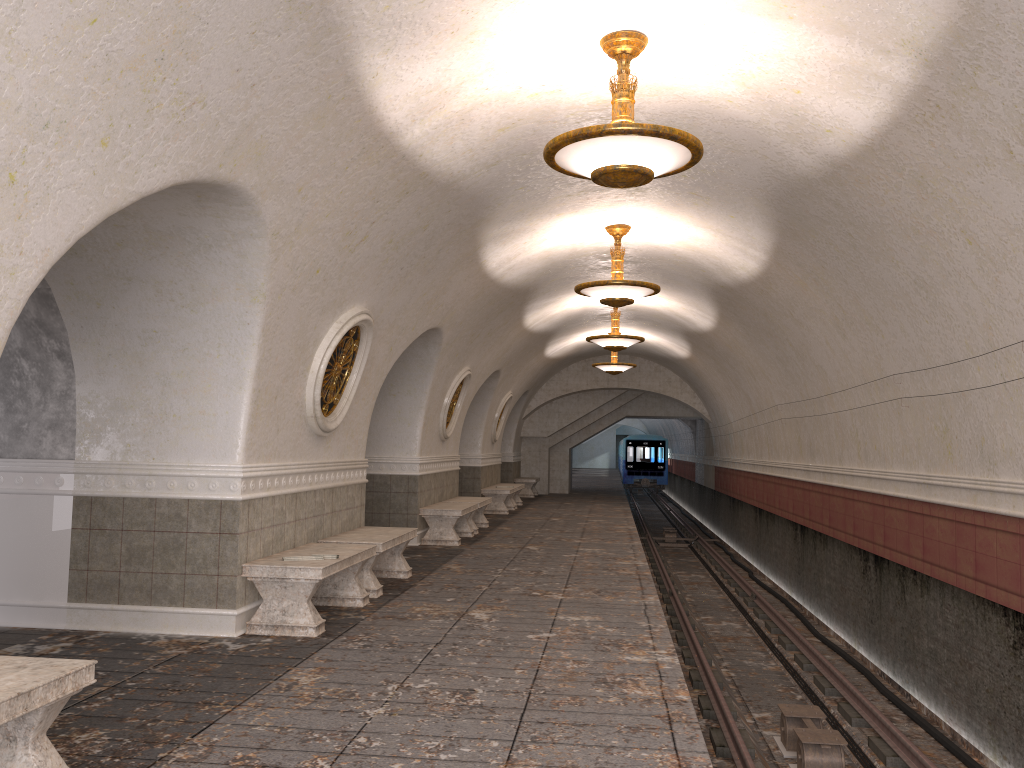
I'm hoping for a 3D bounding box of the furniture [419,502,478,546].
[{"bbox_3d":[-0.924,2.057,13.114,0.613,0.508,1.509,1,-4,6],"label":"furniture"}]

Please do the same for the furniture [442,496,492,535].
[{"bbox_3d":[-0.738,2.178,14.781,0.613,0.508,1.509,1,-4,6],"label":"furniture"}]

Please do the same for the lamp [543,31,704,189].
[{"bbox_3d":[0.708,-1.716,5.652,1.008,0.955,1.008,2,-4,-9],"label":"lamp"}]

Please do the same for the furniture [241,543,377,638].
[{"bbox_3d":[-1.590,1.623,7.146,0.613,0.508,1.509,1,-4,6],"label":"furniture"}]

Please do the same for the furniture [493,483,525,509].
[{"bbox_3d":[-0.079,2.607,20.691,0.613,0.508,1.509,1,-4,6],"label":"furniture"}]

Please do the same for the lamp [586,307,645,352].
[{"bbox_3d":[1.775,-1.021,15.226,1.008,0.955,1.008,0,-4,22],"label":"lamp"}]

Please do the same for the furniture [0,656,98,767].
[{"bbox_3d":[-2.068,1.312,2.856,0.613,0.508,1.509,1,-4,6],"label":"furniture"}]

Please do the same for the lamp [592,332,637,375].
[{"bbox_3d":[2.309,-0.673,20.014,1.008,0.955,1.008,4,-5,-38],"label":"lamp"}]

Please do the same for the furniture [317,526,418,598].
[{"bbox_3d":[-1.404,1.744,8.813,0.613,0.508,1.509,1,-4,6],"label":"furniture"}]

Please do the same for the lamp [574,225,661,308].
[{"bbox_3d":[1.242,-1.369,10.440,1.008,0.955,1.008,0,-4,22],"label":"lamp"}]

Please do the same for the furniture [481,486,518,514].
[{"bbox_3d":[-0.265,2.486,19.025,0.613,0.508,1.509,1,-4,6],"label":"furniture"}]

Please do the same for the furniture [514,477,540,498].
[{"bbox_3d":[0.432,2.940,25.272,0.613,0.508,1.509,1,-4,6],"label":"furniture"}]
